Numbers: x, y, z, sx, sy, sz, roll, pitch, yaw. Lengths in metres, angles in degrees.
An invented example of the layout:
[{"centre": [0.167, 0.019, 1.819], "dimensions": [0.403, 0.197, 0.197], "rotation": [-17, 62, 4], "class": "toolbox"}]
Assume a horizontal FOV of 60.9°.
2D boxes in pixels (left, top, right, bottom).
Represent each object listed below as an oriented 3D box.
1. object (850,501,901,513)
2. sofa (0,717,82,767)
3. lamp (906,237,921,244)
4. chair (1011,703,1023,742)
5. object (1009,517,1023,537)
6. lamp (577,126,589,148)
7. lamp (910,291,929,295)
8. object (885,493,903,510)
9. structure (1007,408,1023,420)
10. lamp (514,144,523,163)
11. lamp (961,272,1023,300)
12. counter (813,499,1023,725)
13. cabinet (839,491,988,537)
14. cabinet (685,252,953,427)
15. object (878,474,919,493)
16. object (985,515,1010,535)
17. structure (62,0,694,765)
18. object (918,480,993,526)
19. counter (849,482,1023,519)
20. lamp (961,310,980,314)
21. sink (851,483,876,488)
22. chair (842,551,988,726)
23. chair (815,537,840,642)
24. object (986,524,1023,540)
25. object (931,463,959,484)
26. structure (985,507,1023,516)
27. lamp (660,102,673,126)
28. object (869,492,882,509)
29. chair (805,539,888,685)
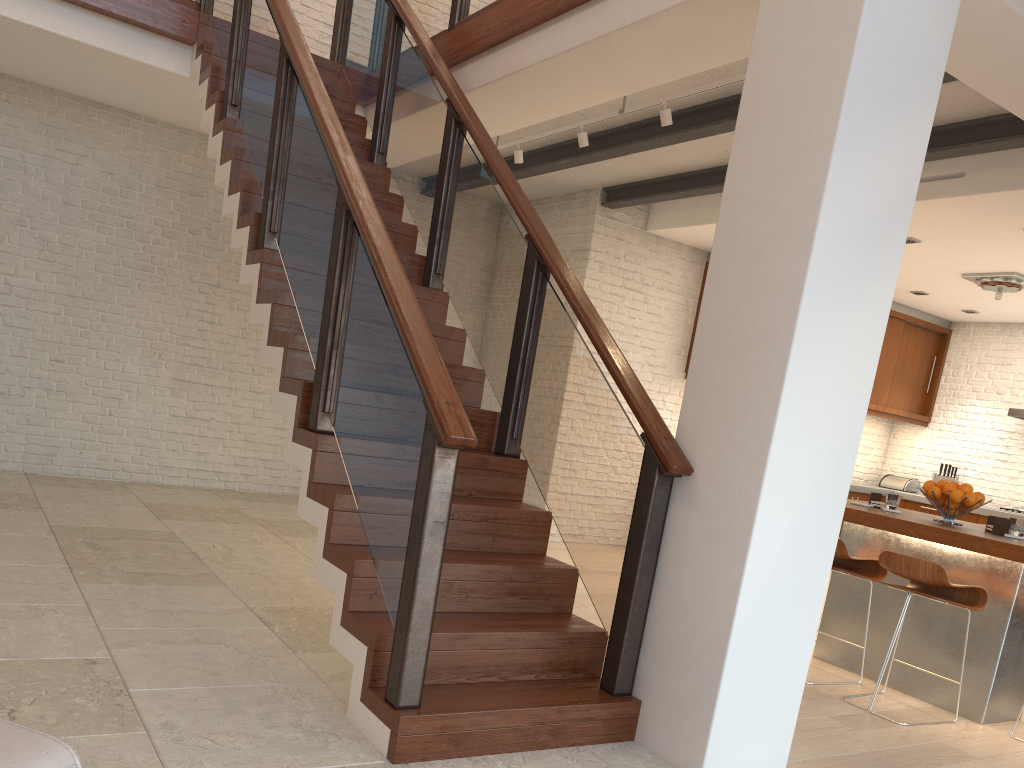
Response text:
[{"centre": [2.083, 0.687, 4.897], "dimensions": [0.207, 0.035, 0.280], "rotation": [10, -1, -33], "class": "object"}, {"centre": [-1.558, 0.553, 0.482], "dimensions": [1.133, 0.766, 2.322], "rotation": [10, 0, 18], "class": "sofa"}, {"centre": [2.930, -1.076, 6.427], "dimensions": [0.125, 0.056, 0.121], "rotation": [9, 1, -33], "class": "lamp"}, {"centre": [2.709, 1.339, 4.023], "dimensions": [0.408, 0.788, 0.410], "rotation": [5, 8, -33], "class": "chair"}, {"centre": [2.471, 0.700, 4.256], "dimensions": [0.092, 0.086, 0.089], "rotation": [8, 4, -18], "class": "object"}, {"centre": [0.432, -1.487, 5.274], "dimensions": [0.087, 0.131, 0.059], "rotation": [6, 8, -31], "class": "lamp"}, {"centre": [3.865, -0.879, 8.260], "dimensions": [0.125, 0.056, 0.121], "rotation": [9, 1, -33], "class": "lamp"}, {"centre": [2.098, 0.650, 4.809], "dimensions": [0.092, 0.086, 0.089], "rotation": [7, 4, -36], "class": "object"}, {"centre": [5.374, -0.112, 8.170], "dimensions": [0.461, 1.009, 0.961], "rotation": [5, 6, -33], "class": "structure"}, {"centre": [0.046, -1.539, 5.864], "dimensions": [0.058, 0.131, 0.086], "rotation": [13, 7, 27], "class": "lamp"}, {"centre": [4.019, -0.777, 7.178], "dimensions": [0.455, 0.173, 0.440], "rotation": [9, 0, -33], "class": "lamp"}, {"centre": [2.811, 1.302, 5.086], "dimensions": [2.522, 0.935, 1.646], "rotation": [9, 1, -33], "class": "counter"}, {"centre": [4.060, 0.608, 8.168], "dimensions": [4.726, 2.883, 2.255], "rotation": [10, 5, 21], "class": "cabinet"}, {"centre": [3.222, -0.366, 8.858], "dimensions": [3.376, 1.186, 0.448], "rotation": [10, 6, -33], "class": "cabinet"}, {"centre": [4.354, 1.116, 9.815], "dimensions": [0.252, 0.162, 0.337], "rotation": [8, 1, -33], "class": "object"}, {"centre": [2.465, 0.716, 4.402], "dimensions": [0.093, 0.083, 0.113], "rotation": [10, 2, 12], "class": "object"}, {"centre": [1.071, -0.674, 3.634], "dimensions": [13.996, 4.207, 9.921], "rotation": [10, 0, -33], "class": "structure"}, {"centre": [2.335, 0.628, 4.619], "dimensions": [0.361, 0.225, 0.363], "rotation": [10, 2, 22], "class": "object"}, {"centre": [3.816, 1.099, 7.824], "dimensions": [3.367, 0.071, 3.442], "rotation": [10, -2, -33], "class": "counter"}, {"centre": [4.606, -0.744, 8.752], "dimensions": [0.125, 0.056, 0.121], "rotation": [9, 1, -33], "class": "lamp"}, {"centre": [3.382, 0.927, 9.191], "dimensions": [0.867, 0.436, 0.504], "rotation": [9, 3, -33], "class": "sink"}, {"centre": [1.939, 1.215, 4.222], "dimensions": [0.426, 0.788, 0.393], "rotation": [5, 8, -33], "class": "chair"}, {"centre": [1.805, 1.219, 5.417], "dimensions": [0.408, 0.788, 0.410], "rotation": [5, 8, -33], "class": "chair"}, {"centre": [2.495, 0.742, 4.277], "dimensions": [0.200, 0.035, 0.386], "rotation": [10, -1, -29], "class": "object"}, {"centre": [4.672, 1.051, 9.418], "dimensions": [0.067, 0.381, 0.313], "rotation": [4, 7, -33], "class": "object"}, {"centre": [5.088, 1.272, 8.358], "dimensions": [0.596, 0.032, 0.793], "rotation": [10, -1, -33], "class": "structure"}, {"centre": [0.826, -1.435, 4.665], "dimensions": [0.087, 0.131, 0.059], "rotation": [6, 8, -31], "class": "lamp"}, {"centre": [2.112, 0.669, 4.958], "dimensions": [0.095, 0.083, 0.112], "rotation": [7, 3, -33], "class": "object"}, {"centre": [1.653, 1.177, 4.662], "dimensions": [0.426, 0.788, 0.393], "rotation": [5, 8, -33], "class": "chair"}]
